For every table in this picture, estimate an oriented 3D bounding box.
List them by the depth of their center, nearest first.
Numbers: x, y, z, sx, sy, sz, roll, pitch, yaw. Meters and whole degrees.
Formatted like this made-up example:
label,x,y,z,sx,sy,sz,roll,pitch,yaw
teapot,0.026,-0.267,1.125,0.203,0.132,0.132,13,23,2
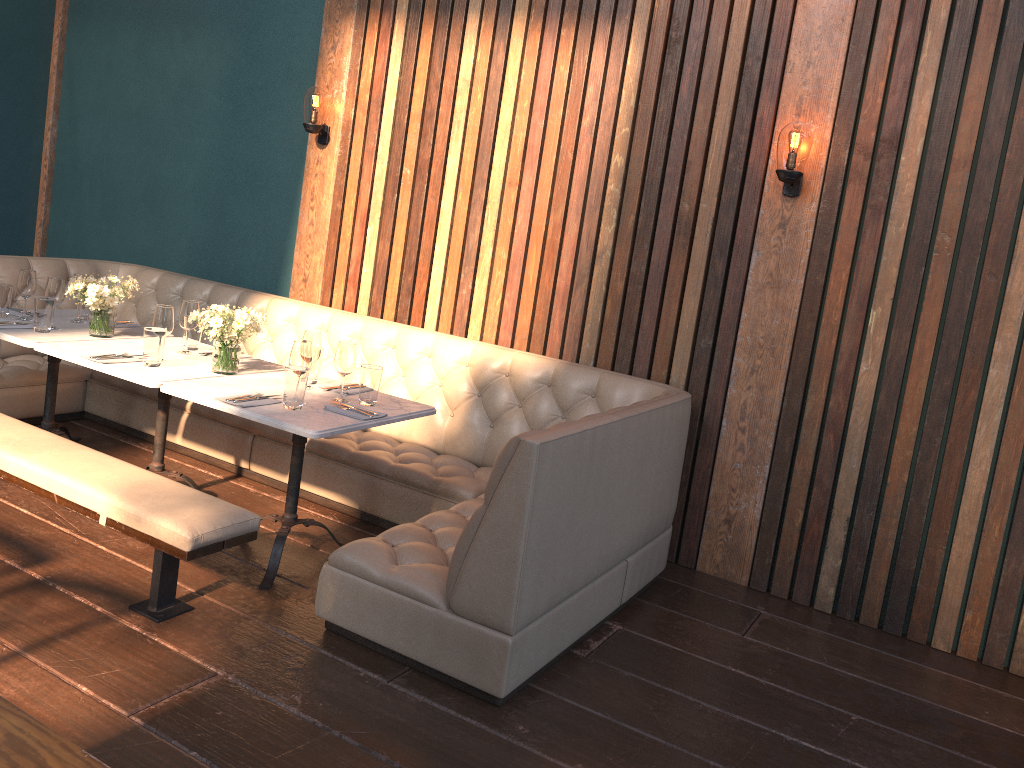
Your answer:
label,x,y,z,sx,sy,sz,roll,pitch,yaw
table,-0.890,0.378,3.632,0.803,0.667,0.801,13,9,27
table,-1.593,0.204,4.020,0.803,0.667,0.800,13,10,28
table,-2.295,0.030,4.408,0.803,0.667,0.801,13,9,27

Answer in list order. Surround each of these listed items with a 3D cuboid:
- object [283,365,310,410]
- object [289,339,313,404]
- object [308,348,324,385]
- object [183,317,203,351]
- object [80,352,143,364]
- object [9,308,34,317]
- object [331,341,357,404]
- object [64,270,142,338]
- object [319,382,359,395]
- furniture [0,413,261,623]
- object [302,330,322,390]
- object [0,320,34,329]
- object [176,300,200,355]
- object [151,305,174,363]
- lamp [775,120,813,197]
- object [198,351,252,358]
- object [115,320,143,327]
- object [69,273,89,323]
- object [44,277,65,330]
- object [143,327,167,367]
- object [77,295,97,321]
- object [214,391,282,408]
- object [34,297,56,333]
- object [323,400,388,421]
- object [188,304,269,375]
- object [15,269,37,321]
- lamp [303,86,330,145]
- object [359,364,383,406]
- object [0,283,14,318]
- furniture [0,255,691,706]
label,x,y,z,sx,sy,sz,roll,pitch,yaw
object,-0.822,0.016,3.350,0.092,0.157,0.092,10,7,15
object,-0.829,-0.047,3.453,0.092,0.243,0.093,7,7,-14
object,-0.874,-0.081,3.854,0.092,0.157,0.092,10,7,15
object,-1.520,-0.242,4.211,0.092,0.157,0.092,10,7,15
object,-1.680,-0.116,3.767,0.158,0.019,0.256,14,11,28
object,-2.468,-0.362,4.490,0.256,0.019,0.158,14,11,28
object,-0.681,-0.049,3.588,0.092,0.243,0.093,7,7,-14
object,-1.951,-0.381,4.199,0.328,0.307,0.339,8,8,-6
object,-0.724,0.017,3.828,0.158,0.019,0.256,14,11,28
furniture,-1.949,0.389,3.454,2.342,0.396,0.313,14,9,28
object,-0.855,-0.102,3.741,0.092,0.243,0.093,7,7,-14
object,-2.342,-0.282,4.142,0.158,0.019,0.256,14,11,28
object,-1.501,-0.262,4.099,0.092,0.243,0.093,7,7,-14
object,-1.516,-0.217,3.829,0.092,0.243,0.093,7,7,-14
lamp,1.224,-0.983,3.854,0.147,0.318,0.178,12,8,28
object,-1.370,-0.144,4.185,0.158,0.019,0.256,14,11,28
object,-2.059,-0.315,4.566,0.158,0.019,0.256,14,11,28
object,-2.190,-0.433,4.480,0.092,0.243,0.093,6,7,-19
object,-2.177,-0.383,4.204,0.092,0.243,0.093,6,7,-19
object,-1.509,-0.154,3.726,0.092,0.157,0.092,10,7,15
object,-2.209,-0.413,4.592,0.092,0.157,0.092,10,7,15
object,-0.993,0.054,3.390,0.158,0.019,0.256,14,11,28
object,-2.171,-0.320,4.101,0.092,0.157,0.092,10,7,15
object,-0.626,0.098,3.453,0.256,0.019,0.158,14,11,28
object,-1.228,-0.204,3.815,0.335,0.307,0.332,6,9,-19
object,-2.379,-0.435,4.330,0.092,0.243,0.093,6,7,-19
lamp,-1.142,-1.570,5.162,0.147,0.318,0.178,12,8,28
object,-0.580,0.006,3.607,0.092,0.157,0.092,10,7,15
object,-2.493,-0.407,4.320,0.092,0.157,0.092,10,7,15
furniture,-1.344,0.081,4.382,4.182,0.853,1.714,14,11,28
